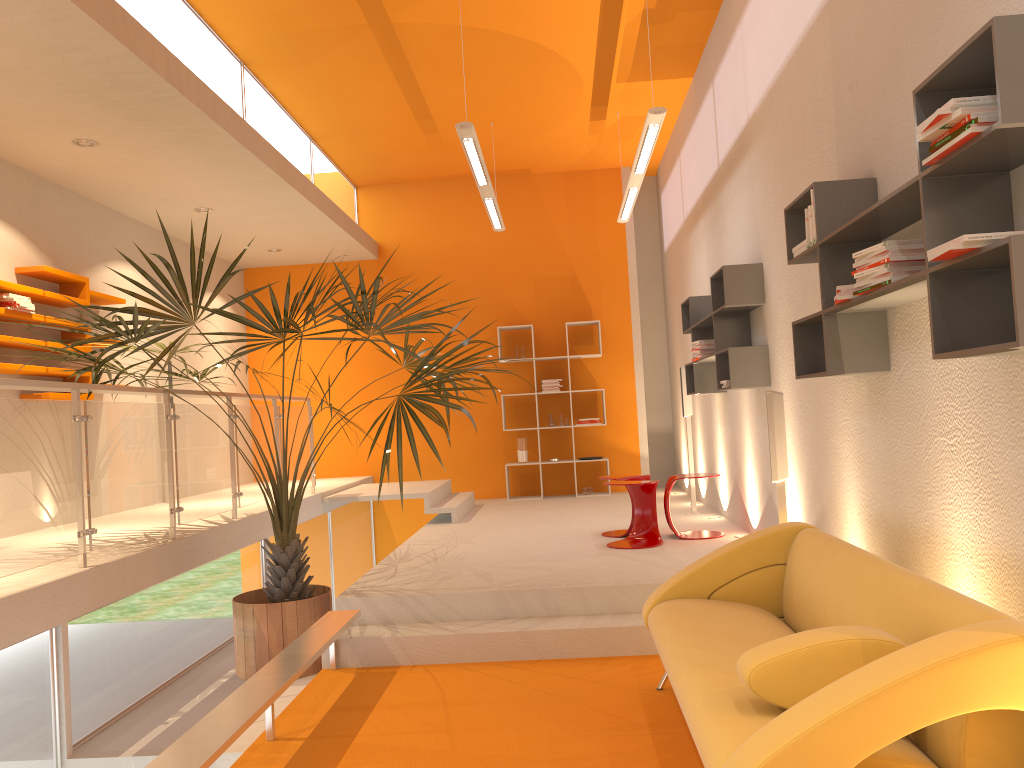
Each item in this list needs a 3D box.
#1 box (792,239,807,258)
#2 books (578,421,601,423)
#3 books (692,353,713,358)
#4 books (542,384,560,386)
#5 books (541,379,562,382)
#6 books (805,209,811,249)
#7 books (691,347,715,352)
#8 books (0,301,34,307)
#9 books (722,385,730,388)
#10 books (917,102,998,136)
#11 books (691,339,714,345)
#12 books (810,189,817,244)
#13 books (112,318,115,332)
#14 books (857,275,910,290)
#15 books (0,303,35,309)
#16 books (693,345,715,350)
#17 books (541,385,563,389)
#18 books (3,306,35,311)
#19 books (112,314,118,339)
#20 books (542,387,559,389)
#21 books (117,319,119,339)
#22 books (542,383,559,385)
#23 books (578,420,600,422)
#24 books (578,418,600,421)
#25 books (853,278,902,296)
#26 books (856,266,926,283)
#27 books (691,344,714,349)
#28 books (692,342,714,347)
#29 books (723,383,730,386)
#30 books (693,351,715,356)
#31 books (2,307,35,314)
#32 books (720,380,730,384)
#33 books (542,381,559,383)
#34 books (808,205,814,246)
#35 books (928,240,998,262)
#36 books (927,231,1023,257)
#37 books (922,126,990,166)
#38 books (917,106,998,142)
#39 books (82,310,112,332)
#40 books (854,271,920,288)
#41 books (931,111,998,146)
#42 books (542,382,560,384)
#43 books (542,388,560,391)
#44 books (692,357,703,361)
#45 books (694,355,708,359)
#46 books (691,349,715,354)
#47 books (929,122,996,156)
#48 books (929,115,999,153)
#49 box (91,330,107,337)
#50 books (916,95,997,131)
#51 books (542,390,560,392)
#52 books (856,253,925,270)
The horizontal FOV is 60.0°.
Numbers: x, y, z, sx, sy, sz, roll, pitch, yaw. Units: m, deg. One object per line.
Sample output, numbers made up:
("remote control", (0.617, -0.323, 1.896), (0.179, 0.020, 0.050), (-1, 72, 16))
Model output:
("box", (1.380, -0.600, 3.894), (0.232, 0.047, 0.232), (-3, -2, 3))
("books", (0.892, 0.437, 10.206), (0.254, 0.015, 0.190), (-3, -2, -1))
("books", (1.538, -0.226, 6.934), (0.190, 0.015, 0.254), (-3, -2, -6))
("books", (0.451, 0.019, 10.289), (0.210, 0.013, 0.296), (-3, -2, 3))
("books", (0.457, -0.038, 10.293), (0.230, 0.017, 0.227), (-3, -2, -2))
("books", (1.360, -0.664, 3.753), (0.230, 0.169, 0.023), (-3, -2, 3))
("books", (1.536, -0.272, 6.922), (0.210, 0.013, 0.297), (-3, -2, -2))
("books", (-3.342, -0.521, 5.873), (0.254, 0.015, 0.190), (-4, -2, 5))
("books", (1.513, 0.012, 5.895), (0.190, 0.015, 0.254), (-3, -2, 4))
("books", (1.232, -0.703, 2.343), (0.254, 0.015, 0.190), (-4, -2, 10))
("books", (1.542, -0.329, 6.927), (0.230, 0.017, 0.227), (-3, -2, -7))
("books", (1.355, -0.697, 3.649), (0.230, 0.227, 0.017), (-3, -2, 3))
("books", (-3.283, -0.435, 7.070), (0.230, 0.169, 0.027), (-3, -2, 3))
("books", (1.320, -0.343, 3.008), (0.190, 0.011, 0.268), (-3, -2, 0))
("books", (-3.334, -0.507, 5.869), (0.254, 0.015, 0.190), (-3, -2, -1))
("books", (1.536, -0.284, 6.926), (0.190, 0.011, 0.268), (-3, -2, 0))
("books", (0.462, 0.034, 10.290), (0.230, 0.017, 0.227), (-3, -2, -2))
("books", (-3.343, -0.493, 5.868), (0.268, 0.011, 0.190), (-4, -2, 5))
("books", (-3.277, -0.454, 7.122), (0.207, 0.210, 0.021), (-3, -2, 3))
("books", (0.450, 0.051, 10.294), (0.190, 0.015, 0.254), (-4, -2, 5))
("books", (-3.289, -0.431, 7.153), (0.230, 0.169, 0.023), (-3, -2, 3))
("books", (0.451, 0.007, 10.293), (0.190, 0.011, 0.268), (-4, -2, 5))
("books", (0.883, 0.423, 10.210), (0.254, 0.015, 0.190), (-4, -2, 5))
("books", (0.878, 0.406, 10.198), (0.227, 0.017, 0.230), (-3, -2, -2))
("books", (1.320, -0.332, 3.004), (0.210, 0.013, 0.297), (-3, -2, -2))
("books", (1.314, -0.371, 3.011), (0.190, 0.015, 0.254), (-3, -2, 0))
("books", (1.534, -0.297, 6.937), (0.190, 0.015, 0.254), (-3, -2, -6))
("books", (1.530, -0.312, 6.929), (0.190, 0.015, 0.254), (-3, -2, 0))
("books", (1.508, -0.003, 5.888), (0.190, 0.015, 0.254), (-4, -2, 10))
("books", (1.534, -0.241, 6.927), (0.190, 0.015, 0.254), (-3, -2, 0))
("books", (-3.348, -0.481, 5.874), (0.210, 0.013, 0.297), (-3, -2, 3))
("books", (1.520, -0.020, 5.884), (0.230, 0.017, 0.227), (-3, -2, 3))
("books", (0.446, -0.021, 10.297), (0.190, 0.015, 0.254), (-4, -2, 5))
("books", (1.359, -0.666, 3.698), (0.230, 0.169, 0.027), (-3, -2, 3))
("books", (1.252, -0.354, 2.322), (0.254, 0.015, 0.190), (-4, -2, 10))
("books", (1.256, -0.370, 2.335), (0.226, 0.017, 0.230), (-3, -2, 3))
("books", (1.250, -0.631, 2.341), (0.210, 0.013, 0.297), (-3, -2, 3))
("books", (1.238, -0.687, 2.340), (0.230, 0.017, 0.226), (-3, -2, -2))
("books", (-3.288, -0.465, 7.031), (0.230, 0.227, 0.017), (-3, -2, 3))
("books", (1.317, -0.356, 3.019), (0.190, 0.015, 0.254), (-3, -2, -6))
("books", (1.251, -0.672, 2.336), (0.190, 0.015, 0.254), (-4, -2, 5))
("books", (0.450, -0.006, 10.304), (0.190, 0.015, 0.254), (-3, -2, -1))
("books", (0.454, 0.066, 10.301), (0.190, 0.015, 0.254), (-3, -2, -1))
("books", (1.541, -0.201, 6.919), (0.210, 0.013, 0.297), (-3, -2, -2))
("books", (1.540, -0.213, 6.924), (0.190, 0.011, 0.268), (-3, -2, 0))
("books", (1.547, -0.258, 6.924), (0.230, 0.017, 0.227), (-3, -2, -7))
("books", (1.249, -0.643, 2.337), (0.190, 0.011, 0.268), (-4, -2, 5))
("books", (1.249, -0.657, 2.328), (0.190, 0.015, 0.254), (-3, -2, -1))
("box", (-3.262, -0.381, 6.901), (0.232, 0.047, 0.232), (-3, -2, 3))
("books", (1.236, -0.719, 2.356), (0.226, 0.017, 0.230), (-3, -2, 3))
("books", (0.455, 0.090, 10.286), (0.210, 0.013, 0.296), (-3, -2, 3))
("books", (1.315, -0.415, 3.011), (0.190, 0.011, 0.268), (-3, -2, 0))
